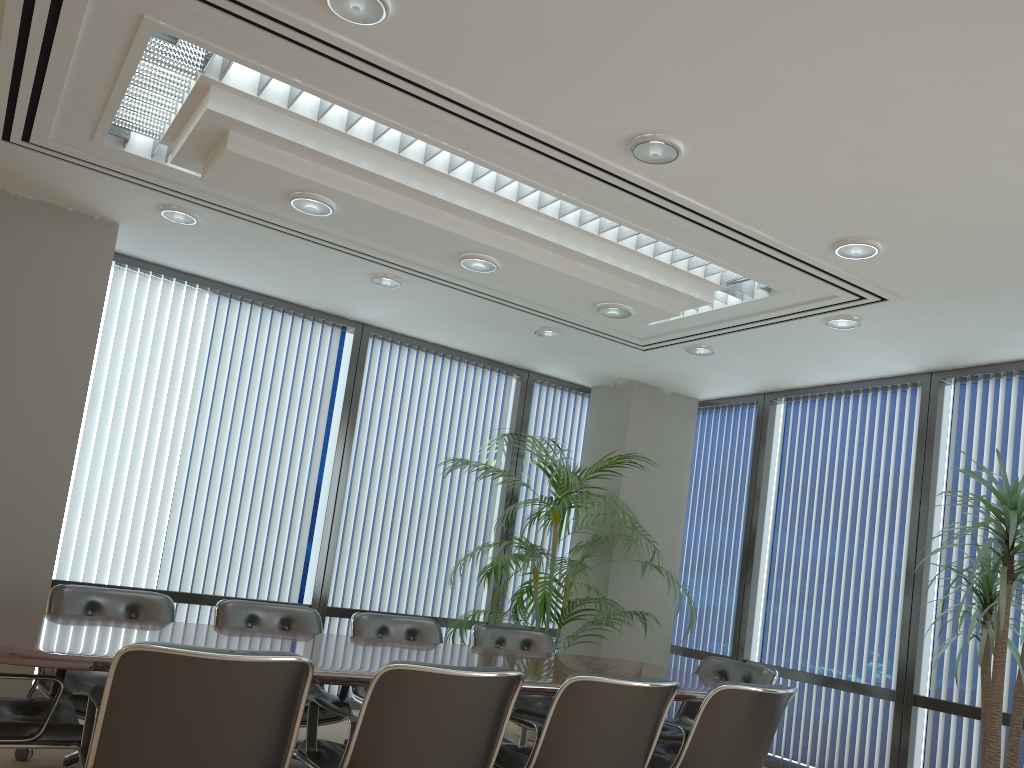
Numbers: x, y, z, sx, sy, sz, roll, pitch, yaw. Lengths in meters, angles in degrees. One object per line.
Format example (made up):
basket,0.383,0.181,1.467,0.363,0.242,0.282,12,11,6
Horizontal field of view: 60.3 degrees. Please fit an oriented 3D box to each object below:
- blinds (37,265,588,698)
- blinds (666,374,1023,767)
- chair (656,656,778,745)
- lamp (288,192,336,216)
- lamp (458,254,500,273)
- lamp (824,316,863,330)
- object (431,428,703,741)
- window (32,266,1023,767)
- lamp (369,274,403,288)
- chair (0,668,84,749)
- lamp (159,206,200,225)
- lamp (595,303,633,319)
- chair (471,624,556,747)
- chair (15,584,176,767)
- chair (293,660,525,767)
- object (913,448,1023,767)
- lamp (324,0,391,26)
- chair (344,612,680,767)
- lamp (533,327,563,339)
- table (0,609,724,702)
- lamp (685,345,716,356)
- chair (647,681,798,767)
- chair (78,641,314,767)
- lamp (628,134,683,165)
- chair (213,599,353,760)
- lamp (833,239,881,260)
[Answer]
blinds,-0.944,1.136,7.310,4.947,2.872,0.032,14,-9,-32
blinds,2.691,1.448,6.468,0.051,2.868,4.954,12,-11,-31
chair,1.181,2.158,5.540,0.861,0.848,0.762,13,-10,-31
lamp,-0.962,-0.857,4.242,0.226,0.035,0.228,11,-12,-14
lamp,-0.178,-0.643,4.744,0.225,0.035,0.228,9,-12,-7
lamp,2.052,-0.376,5.468,0.228,0.035,0.225,18,-16,-41
object,0.334,1.542,7.055,2.173,2.447,2.112,10,-9,-11
window,0.906,1.308,6.911,7.354,2.876,3.594,5,-10,13
lamp,-0.839,-0.680,5.875,0.225,0.035,0.228,9,-12,-7
chair,-2.116,1.259,3.432,0.861,0.848,0.762,13,-10,-31
lamp,-1.949,-0.983,5.165,0.226,0.035,0.228,11,-12,-14
lamp,0.607,-0.429,5.245,0.225,0.035,0.228,9,-12,-7
chair,0.102,2.078,5.845,0.765,0.848,0.858,12,-10,-26
chair,-2.013,1.501,4.495,0.768,0.848,0.855,14,-11,-36
chair,-0.423,1.518,3.572,0.767,0.848,0.856,13,-11,-31
object,2.722,1.488,4.854,1.014,2.284,1.048,3,-9,33
lamp,-0.516,-1.267,2.940,0.228,0.035,0.225,18,-16,-41
chair,-0.172,1.800,4.727,0.766,0.846,2.540,13,-13,-31
lamp,0.271,-0.377,6.584,0.225,0.035,0.228,9,-12,-7
table,-0.501,1.762,4.501,4.112,0.740,1.514,15,-13,-32
lamp,1.387,-0.244,6.502,0.226,0.035,0.227,12,-13,-21
chair,0.944,1.901,4.494,0.743,0.848,0.855,14,-11,-36
chair,-1.179,1.323,3.142,0.760,0.848,0.862,12,-10,-28
lamp,0.594,-0.964,3.649,0.225,0.035,0.228,9,-12,-7
chair,-1.329,1.698,4.980,0.767,0.848,0.856,13,-11,-31
lamp,1.704,-0.661,4.359,0.225,0.035,0.228,9,-12,-7
